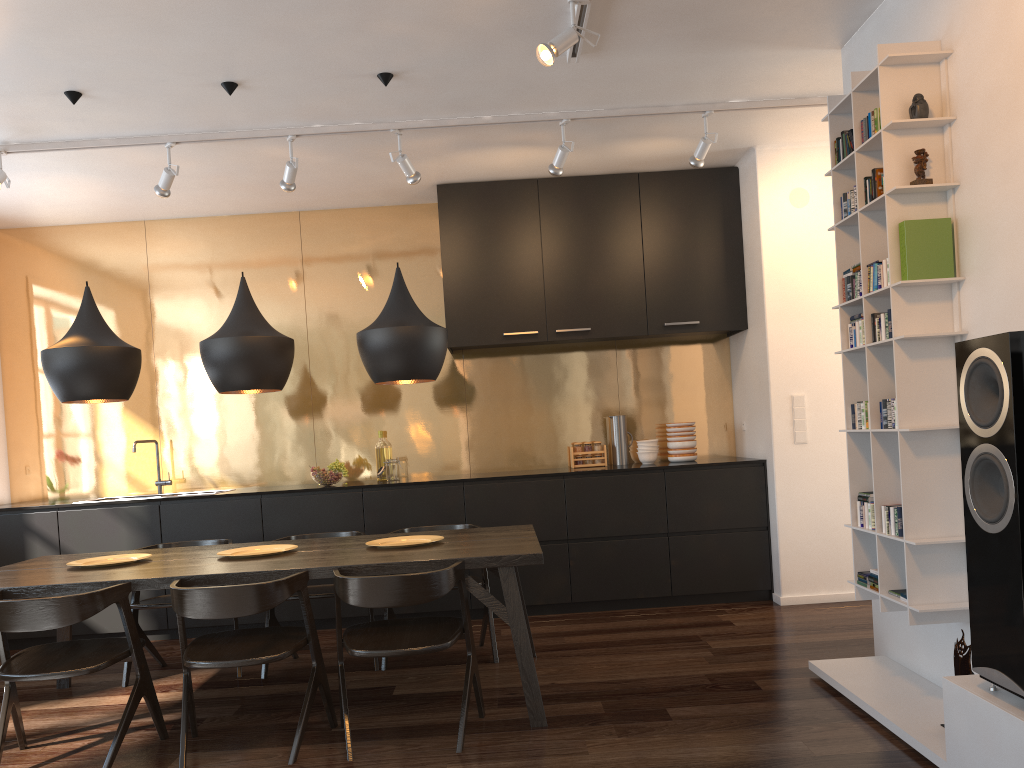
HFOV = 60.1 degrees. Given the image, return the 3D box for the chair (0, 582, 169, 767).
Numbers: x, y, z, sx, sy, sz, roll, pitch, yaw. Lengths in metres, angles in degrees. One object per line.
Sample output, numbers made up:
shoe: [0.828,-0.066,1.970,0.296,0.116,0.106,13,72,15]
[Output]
chair: [-1.709,1.115,3.394,0.593,0.671,0.520,-4,-1,-2]

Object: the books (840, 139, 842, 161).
books: [1.350,-0.935,3.535,0.069,0.092,0.014,-4,1,-1]

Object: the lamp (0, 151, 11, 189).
lamp: [-2.610,-1.065,4.475,0.085,0.240,0.251,-4,-1,-14]

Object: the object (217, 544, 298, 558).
object: [-1.152,0.760,4.010,0.355,0.017,0.357,-2,-3,-20]

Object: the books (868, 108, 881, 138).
books: [1.382,-0.960,3.226,0.101,0.110,0.160,-4,-2,-1]

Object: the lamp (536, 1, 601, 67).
lamp: [0.206,-1.308,3.316,0.250,0.240,0.085,-3,0,-19]

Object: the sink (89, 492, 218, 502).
sink: [-1.070,0.635,5.808,3.413,0.244,0.482,-4,-2,-2]

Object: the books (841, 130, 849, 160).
books: [1.349,-0.947,3.515,0.074,0.115,0.029,-4,1,-1]

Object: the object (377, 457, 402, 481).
object: [-0.817,0.570,5.922,0.176,0.151,0.088,-3,0,-24]

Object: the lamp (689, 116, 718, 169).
lamp: [1.026,-1.283,4.673,0.085,0.240,0.251,-4,-1,-25]

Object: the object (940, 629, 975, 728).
object: [1.518,0.987,2.934,0.121,0.350,0.212,-4,0,-1]

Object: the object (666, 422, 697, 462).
object: [1.155,0.395,6.016,0.198,0.264,0.198,-3,-1,-27]

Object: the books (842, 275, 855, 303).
books: [1.401,-0.384,3.575,0.096,0.104,0.101,-4,-1,-1]

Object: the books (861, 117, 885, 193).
books: [1.388,-0.845,3.265,0.107,0.333,0.229,-4,0,0]

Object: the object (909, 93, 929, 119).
object: [1.429,-0.968,3.105,0.060,0.101,0.064,-4,0,-24]

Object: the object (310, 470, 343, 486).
object: [-1.193,0.611,5.731,0.218,0.097,0.219,-1,-3,-43]

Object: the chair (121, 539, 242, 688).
chair: [-1.705,1.186,4.664,0.593,0.671,0.520,-4,-1,-5]

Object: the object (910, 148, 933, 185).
object: [1.439,-0.759,3.109,0.064,0.140,0.045,-4,1,-10]

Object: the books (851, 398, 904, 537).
books: [1.459,0.314,3.406,0.122,0.511,0.470,-4,-1,-1]

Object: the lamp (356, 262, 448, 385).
lamp: [-0.499,-0.278,3.993,0.410,0.541,0.412,-3,-1,-43]

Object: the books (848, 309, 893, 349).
books: [1.431,-0.212,3.394,0.122,0.113,0.468,-4,-3,-1]

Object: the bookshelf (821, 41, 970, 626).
bookshelf: [1.471,-0.162,3.396,0.227,2.076,0.639,-4,1,-1]

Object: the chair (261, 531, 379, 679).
chair: [-0.995,1.140,4.644,0.593,0.671,0.520,-4,-1,-3]

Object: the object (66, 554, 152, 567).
object: [-1.818,0.802,4.002,0.356,0.017,0.356,-4,-3,3]

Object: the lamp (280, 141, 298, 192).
lamp: [-1.150,-1.148,4.643,0.085,0.240,0.251,-4,-1,-35]

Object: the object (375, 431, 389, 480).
object: [-0.894,0.490,6.079,0.091,0.339,0.092,-4,1,-34]

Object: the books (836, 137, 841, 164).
books: [1.346,-0.940,3.568,0.069,0.107,0.023,-4,1,-1]

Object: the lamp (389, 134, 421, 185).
lamp: [-0.095,-0.370,5.327,0.089,1.848,1.831,-3,-1,33]

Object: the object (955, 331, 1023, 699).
object: [1.445,0.365,2.425,0.280,1.003,0.294,-4,1,-1]

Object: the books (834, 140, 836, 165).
books: [1.350,-0.938,3.601,0.069,0.107,0.016,-4,1,-1]

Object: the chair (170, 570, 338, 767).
chair: [-1.028,1.072,3.408,0.593,0.671,0.520,-4,-1,0]

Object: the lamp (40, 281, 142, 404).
lamp: [-1.892,-0.191,3.976,0.412,0.541,0.410,-4,-1,33]

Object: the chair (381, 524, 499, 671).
chair: [-0.388,1.102,4.652,0.593,0.671,0.520,-4,-1,-1]

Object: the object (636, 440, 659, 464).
object: [0.928,0.463,6.037,0.158,0.160,0.154,-4,-1,27]

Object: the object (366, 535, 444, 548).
object: [-0.485,0.719,4.018,0.356,0.017,0.356,-4,-3,3]

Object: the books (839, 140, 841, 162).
books: [1.349,-0.934,3.549,0.069,0.092,0.014,-4,1,-1]

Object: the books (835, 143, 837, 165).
books: [1.348,-0.932,3.586,0.069,0.092,0.014,-4,1,-1]

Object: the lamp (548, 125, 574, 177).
lamp: [0.275,-1.236,4.663,0.085,0.240,0.251,-4,-1,-30]

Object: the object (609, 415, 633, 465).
object: [0.755,0.387,6.089,0.164,0.340,0.114,-4,1,2]

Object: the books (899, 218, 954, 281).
books: [1.461,-0.469,3.121,0.166,0.214,0.049,-4,1,-1]

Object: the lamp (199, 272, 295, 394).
lamp: [-1.195,-0.234,3.984,0.410,0.541,0.412,-3,-1,-25]

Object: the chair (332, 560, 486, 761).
chair: [-0.416,1.034,3.416,0.593,0.671,0.520,-4,-1,-3]

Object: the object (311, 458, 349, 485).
object: [-1.184,0.571,5.717,0.239,0.173,0.178,-3,-1,-16]

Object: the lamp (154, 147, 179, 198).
lamp: [-1.789,-1.109,4.627,0.252,0.239,0.085,-5,0,40]
